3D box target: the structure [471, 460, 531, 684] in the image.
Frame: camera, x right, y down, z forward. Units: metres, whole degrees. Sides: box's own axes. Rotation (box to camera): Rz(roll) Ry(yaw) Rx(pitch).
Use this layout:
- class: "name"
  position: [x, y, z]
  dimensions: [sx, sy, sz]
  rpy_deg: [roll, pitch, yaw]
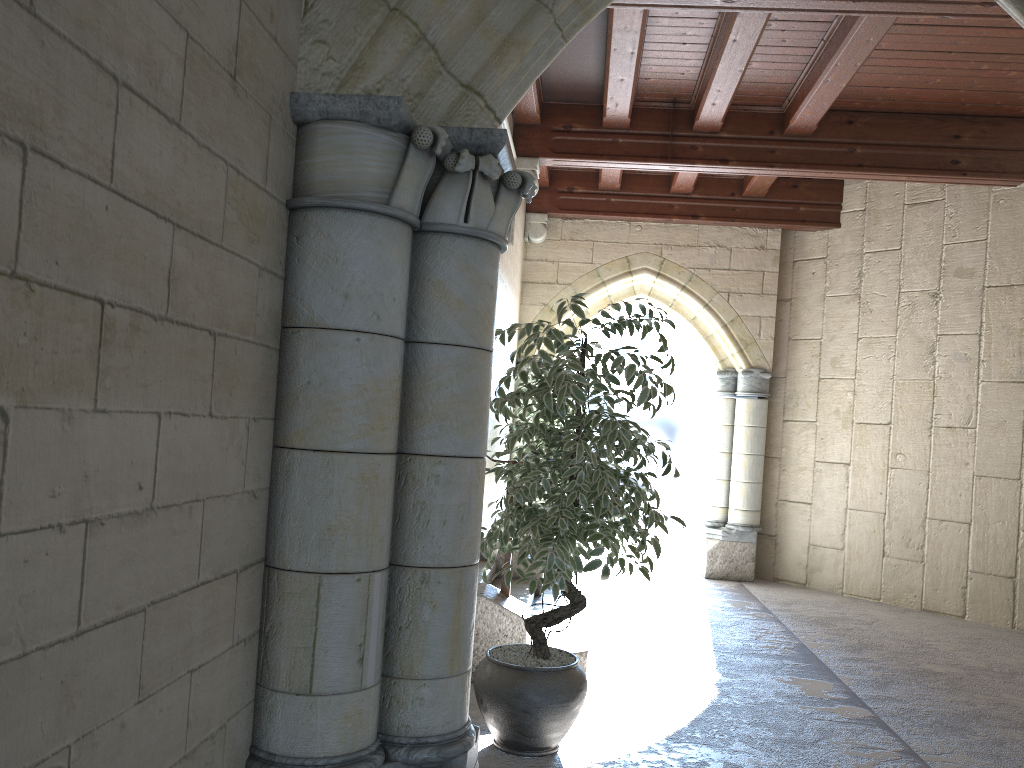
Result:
- class: "structure"
  position: [-0.331, 0.682, 4.138]
  dimensions: [0.887, 1.261, 0.477]
  rpy_deg: [4, -1, 5]

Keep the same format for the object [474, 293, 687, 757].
- class: "object"
  position: [0.207, 0.492, 3.206]
  dimensions: [0.786, 1.617, 0.752]
  rpy_deg: [3, -1, 36]

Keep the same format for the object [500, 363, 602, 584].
- class: "object"
  position: [0.272, 0.670, 6.561]
  dimensions: [0.787, 1.617, 0.751]
  rpy_deg: [4, -1, 1]

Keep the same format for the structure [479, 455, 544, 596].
- class: "structure"
  position: [-0.219, 0.762, 5.543]
  dimensions: [0.887, 1.261, 0.473]
  rpy_deg: [4, -1, 5]

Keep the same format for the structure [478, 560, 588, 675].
- class: "structure"
  position: [-0.851, 0.912, 4.876]
  dimensions: [2.572, 0.809, 1.463]
  rpy_deg: [4, -2, 5]
